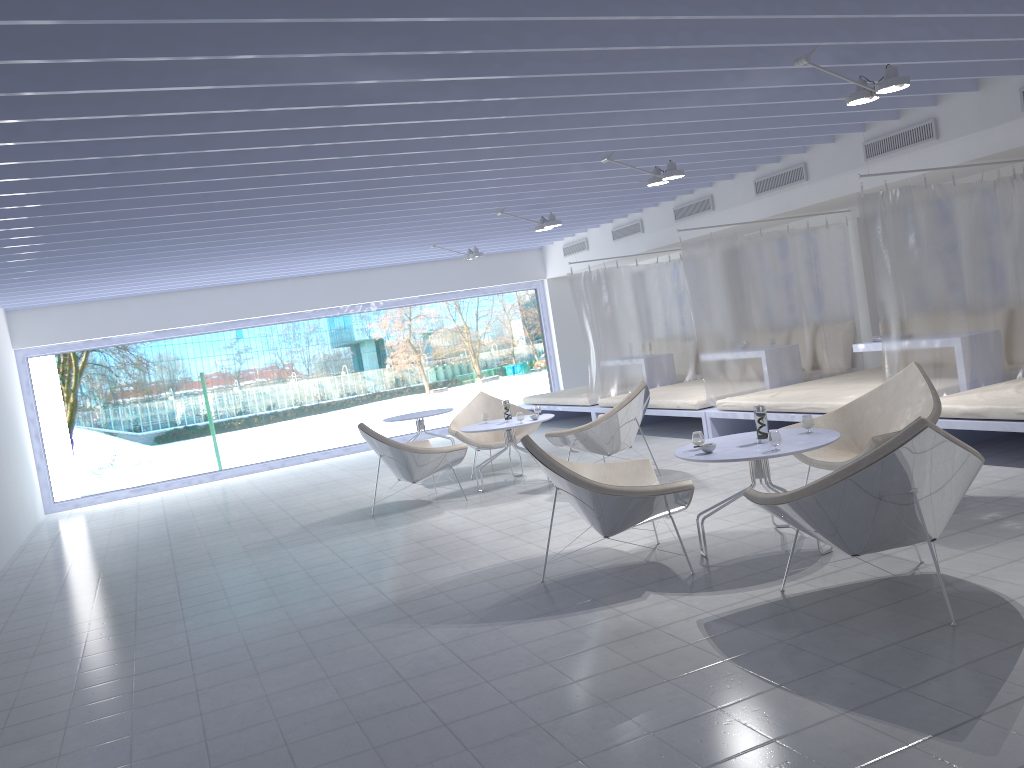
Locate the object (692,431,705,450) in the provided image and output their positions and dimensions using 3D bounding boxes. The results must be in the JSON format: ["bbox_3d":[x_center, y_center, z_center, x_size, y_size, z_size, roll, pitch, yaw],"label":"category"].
[{"bbox_3d":[0.969,0.294,4.611,0.068,0.091,0.068,-11,4,-33],"label":"object"}]

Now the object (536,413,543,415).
[{"bbox_3d":[0.214,0.259,7.424,0.098,0.016,0.012,-7,4,34],"label":"object"}]

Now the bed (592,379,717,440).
[{"bbox_3d":[2.268,0.185,9.550,2.016,0.427,2.200,-10,3,-22],"label":"bed"}]

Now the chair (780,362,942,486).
[{"bbox_3d":[2.081,0.298,5.058,0.753,0.759,0.906,-10,3,-19],"label":"chair"}]

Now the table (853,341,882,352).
[{"bbox_3d":[3.275,-0.146,7.022,0.416,0.450,1.065,-10,3,-22],"label":"table"}]

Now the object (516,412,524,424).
[{"bbox_3d":[0.069,0.281,7.349,0.068,0.091,0.068,-9,3,6],"label":"object"}]

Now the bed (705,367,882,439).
[{"bbox_3d":[3.131,0.167,7.519,2.022,0.422,2.200,-10,3,-22],"label":"bed"}]

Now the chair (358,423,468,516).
[{"bbox_3d":[-0.868,0.631,7.332,0.753,0.759,0.906,-10,4,-27],"label":"chair"}]

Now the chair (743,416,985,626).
[{"bbox_3d":[1.479,0.478,3.527,0.906,0.759,0.753,-9,3,-8],"label":"chair"}]

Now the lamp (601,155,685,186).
[{"bbox_3d":[0.951,-1.605,6.599,0.587,0.218,0.380,-10,3,-22],"label":"lamp"}]

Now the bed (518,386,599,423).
[{"bbox_3d":[1.434,0.203,11.596,2.022,0.422,2.200,-10,3,-22],"label":"bed"}]

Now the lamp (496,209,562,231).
[{"bbox_3d":[0.148,-1.589,8.528,0.587,0.218,0.380,-10,3,-22],"label":"lamp"}]

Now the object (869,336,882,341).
[{"bbox_3d":[3.125,-0.382,7.294,0.275,0.031,0.429,-10,3,-21],"label":"object"}]

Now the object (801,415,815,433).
[{"bbox_3d":[1.533,0.207,4.598,0.068,0.091,0.068,-11,4,-33],"label":"object"}]

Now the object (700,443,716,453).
[{"bbox_3d":[0.987,0.325,4.457,0.082,0.043,0.082,-10,3,-21],"label":"object"}]

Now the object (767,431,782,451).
[{"bbox_3d":[1.253,0.272,4.230,0.068,0.091,0.068,-11,4,-33],"label":"object"}]

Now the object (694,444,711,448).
[{"bbox_3d":[0.953,0.310,4.448,0.098,0.016,0.012,-10,3,-23],"label":"object"}]

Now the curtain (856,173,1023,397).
[{"bbox_3d":[3.356,-0.714,6.427,2.050,1.552,0.151,-10,3,-22],"label":"curtain"}]

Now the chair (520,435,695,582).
[{"bbox_3d":[0.458,0.580,4.559,0.753,0.759,0.906,-9,3,-5],"label":"chair"}]

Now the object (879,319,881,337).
[{"bbox_3d":[3.088,-0.531,7.355,0.092,0.302,0.092,-7,4,35],"label":"object"}]

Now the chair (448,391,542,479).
[{"bbox_3d":[-0.186,0.451,8.636,0.906,0.759,0.753,-10,3,-12],"label":"chair"}]

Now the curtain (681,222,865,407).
[{"bbox_3d":[2.551,-0.682,8.473,1.998,1.559,0.125,-10,3,-24],"label":"curtain"}]

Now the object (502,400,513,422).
[{"bbox_3d":[-0.042,0.232,7.656,0.075,0.189,0.075,-11,4,-31],"label":"object"}]

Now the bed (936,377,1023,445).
[{"bbox_3d":[3.965,0.149,5.473,2.016,0.427,2.200,-10,3,-22],"label":"bed"}]

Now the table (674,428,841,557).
[{"bbox_3d":[1.285,0.566,4.550,0.823,0.534,0.825,-6,4,44],"label":"table"}]

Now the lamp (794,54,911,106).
[{"bbox_3d":[1.754,-1.622,4.669,0.587,0.218,0.380,-10,3,-22],"label":"lamp"}]

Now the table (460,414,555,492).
[{"bbox_3d":[-0.001,0.592,7.644,0.825,0.534,0.823,-11,4,-31],"label":"table"}]

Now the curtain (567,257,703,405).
[{"bbox_3d":[1.659,-0.678,10.505,2.050,1.552,0.151,-10,3,-22],"label":"curtain"}]

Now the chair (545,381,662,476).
[{"bbox_3d":[0.819,0.377,7.158,0.753,0.759,0.906,-6,4,38],"label":"chair"}]

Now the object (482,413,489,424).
[{"bbox_3d":[-0.234,0.301,7.833,0.068,0.091,0.068,-9,3,0],"label":"object"}]

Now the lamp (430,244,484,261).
[{"bbox_3d":[-0.663,-1.572,10.476,0.587,0.218,0.380,-10,3,-22],"label":"lamp"}]

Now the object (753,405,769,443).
[{"bbox_3d":[1.274,0.205,4.524,0.075,0.185,0.075,-7,4,31],"label":"object"}]

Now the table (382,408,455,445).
[{"bbox_3d":[-1.031,0.611,10.166,0.825,0.534,0.823,-7,3,25],"label":"table"}]

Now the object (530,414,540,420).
[{"bbox_3d":[0.193,0.281,7.446,0.082,0.043,0.082,-7,4,36],"label":"object"}]

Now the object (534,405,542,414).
[{"bbox_3d":[0.226,0.231,7.796,0.068,0.091,0.068,-11,4,-30],"label":"object"}]
